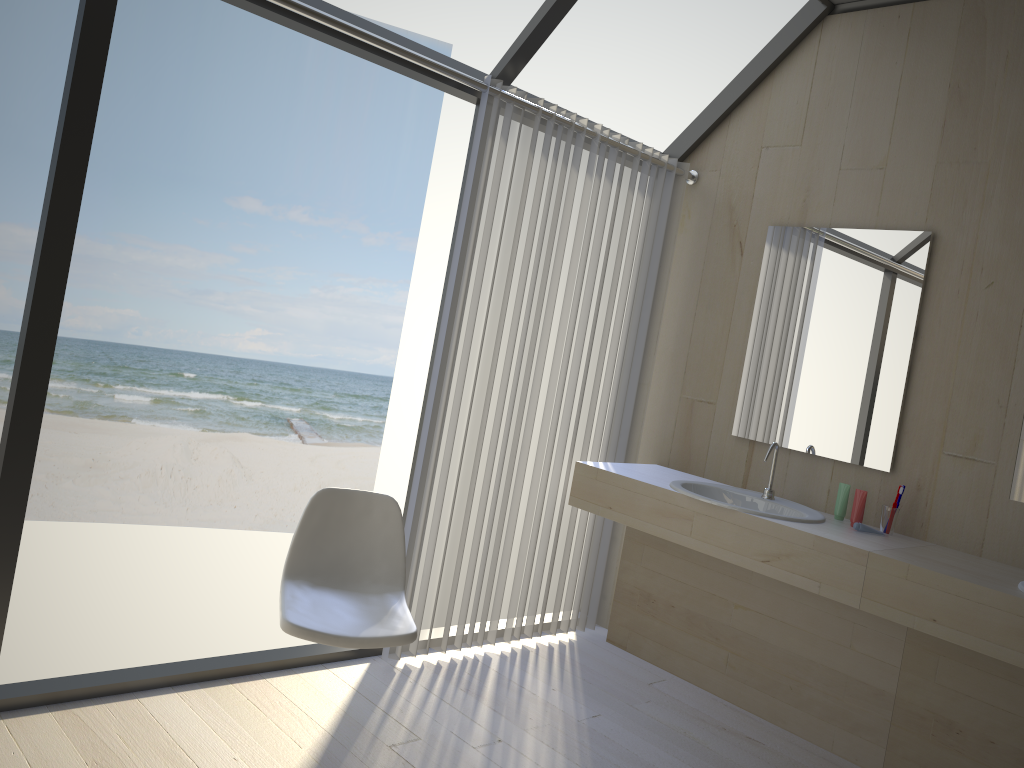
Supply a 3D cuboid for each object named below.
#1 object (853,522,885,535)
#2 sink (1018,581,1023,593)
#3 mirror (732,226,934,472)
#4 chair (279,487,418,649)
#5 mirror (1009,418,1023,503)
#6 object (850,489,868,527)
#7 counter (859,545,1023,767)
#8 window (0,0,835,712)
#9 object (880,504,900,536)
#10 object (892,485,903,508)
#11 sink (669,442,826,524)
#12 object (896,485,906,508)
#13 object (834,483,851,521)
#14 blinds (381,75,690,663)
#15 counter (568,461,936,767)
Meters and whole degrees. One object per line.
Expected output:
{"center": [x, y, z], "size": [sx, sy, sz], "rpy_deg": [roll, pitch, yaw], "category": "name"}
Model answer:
{"center": [1.214, 0.491, 3.008], "size": [0.104, 0.029, 0.033], "rpy_deg": [10, 2, -3], "category": "object"}
{"center": [1.668, 0.605, 2.346], "size": [0.501, 0.419, 0.577], "rpy_deg": [9, 3, -40], "category": "sink"}
{"center": [1.203, -0.166, 3.389], "size": [0.023, 0.868, 0.657], "rpy_deg": [10, 1, -44], "category": "mirror"}
{"center": [-0.455, 0.516, 2.530], "size": [0.368, 0.347, 0.456], "rpy_deg": [10, 2, -15], "category": "chair"}
{"center": [1.924, 0.004, 2.654], "size": [0.023, 0.868, 0.657], "rpy_deg": [10, 1, -44], "category": "mirror"}
{"center": [1.208, 0.436, 3.087], "size": [0.039, 0.135, 0.039], "rpy_deg": [10, 0, 5], "category": "object"}
{"center": [1.606, 1.012, 2.401], "size": [0.548, 0.790, 1.212], "rpy_deg": [9, 2, -44], "category": "counter"}
{"center": [-0.818, -0.456, 2.247], "size": [4.539, 2.813, 0.749], "rpy_deg": [8, 1, -44], "category": "window"}
{"center": [1.299, 0.472, 3.055], "size": [0.058, 0.100, 0.059], "rpy_deg": [10, 1, -37], "category": "object"}
{"center": [1.309, 0.432, 3.026], "size": [0.012, 0.178, 0.050], "rpy_deg": [10, 0, -5], "category": "object"}
{"center": [0.851, 0.411, 3.222], "size": [0.501, 0.419, 0.577], "rpy_deg": [9, 3, -40], "category": "sink"}
{"center": [1.321, 0.434, 3.060], "size": [0.053, 0.175, 0.012], "rpy_deg": [10, 0, -18], "category": "object"}
{"center": [1.193, 0.427, 3.200], "size": [0.039, 0.135, 0.039], "rpy_deg": [10, 0, 5], "category": "object"}
{"center": [0.149, -0.007, 3.498], "size": [1.177, 2.070, 0.084], "rpy_deg": [9, 0, -44], "category": "blinds"}
{"center": [0.790, 0.818, 3.278], "size": [0.548, 0.790, 1.212], "rpy_deg": [9, 2, -44], "category": "counter"}
